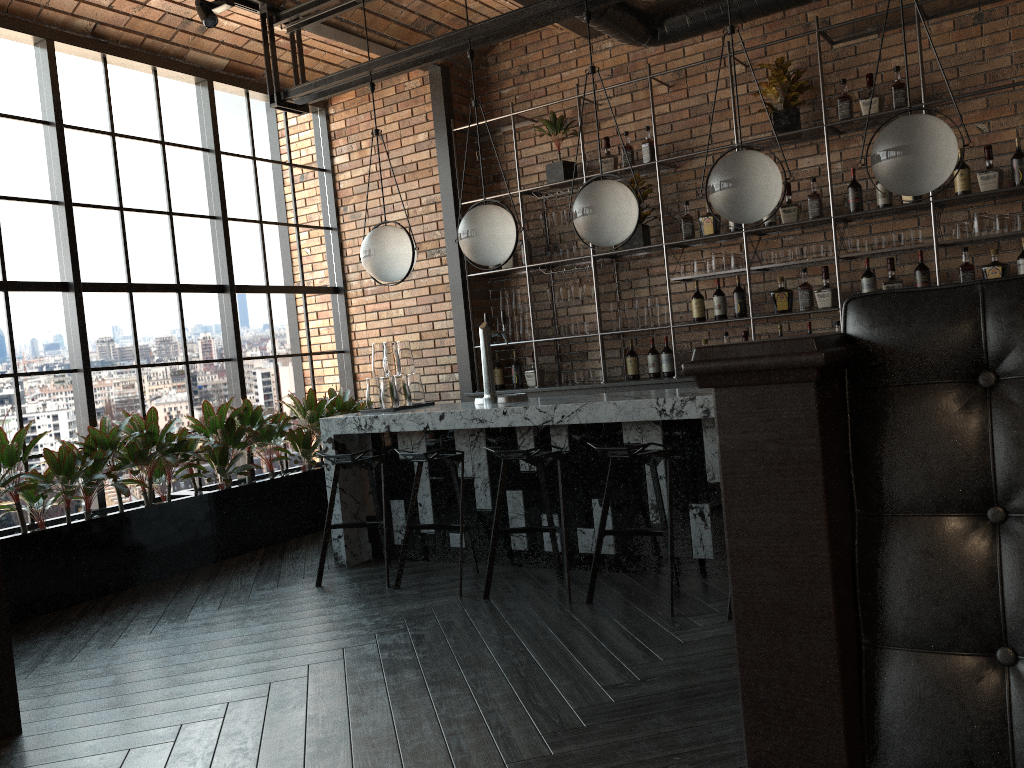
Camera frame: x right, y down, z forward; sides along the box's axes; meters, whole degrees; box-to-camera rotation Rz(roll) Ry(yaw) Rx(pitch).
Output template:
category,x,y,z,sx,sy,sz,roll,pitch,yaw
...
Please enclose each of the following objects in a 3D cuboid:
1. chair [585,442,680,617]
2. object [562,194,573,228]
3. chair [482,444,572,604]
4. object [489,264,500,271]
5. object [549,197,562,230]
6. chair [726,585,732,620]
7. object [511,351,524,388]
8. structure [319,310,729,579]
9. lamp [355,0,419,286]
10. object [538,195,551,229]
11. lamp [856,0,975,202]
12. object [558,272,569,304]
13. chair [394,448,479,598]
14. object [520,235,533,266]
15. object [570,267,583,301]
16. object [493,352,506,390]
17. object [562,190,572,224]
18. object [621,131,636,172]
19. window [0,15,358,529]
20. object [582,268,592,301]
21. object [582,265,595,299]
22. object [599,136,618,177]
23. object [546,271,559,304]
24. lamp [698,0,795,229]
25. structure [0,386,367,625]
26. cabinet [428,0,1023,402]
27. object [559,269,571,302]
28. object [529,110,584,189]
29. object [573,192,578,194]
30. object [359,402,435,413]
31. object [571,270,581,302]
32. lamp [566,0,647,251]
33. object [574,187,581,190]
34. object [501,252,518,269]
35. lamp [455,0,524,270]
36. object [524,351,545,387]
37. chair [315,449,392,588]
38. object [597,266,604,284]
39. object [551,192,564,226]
category,x,y,z,sx,sy,sz,roll,pitch,yaw
chair,0.607,0.611,4.040,0.475,0.737,0.414,-4,3,43
object,0.428,-1.323,6.785,0.092,0.244,0.092,-4,2,39
chair,0.121,0.648,4.356,0.475,0.737,0.414,-5,2,28
object,-0.154,-1.041,7.136,0.086,0.298,0.086,-6,2,-8
object,0.336,-1.316,6.845,0.092,0.244,0.092,-4,2,39
chair,1.143,0.570,3.691,0.475,0.737,0.414,-5,2,28
object,0.037,-0.116,7.034,0.086,0.297,0.086,-6,2,-23
structure,1.623,0.145,4.664,5.346,1.430,1.930,-4,2,33
lamp,-0.811,-1.467,5.342,0.340,1.754,0.340,-6,2,-11
object,0.247,-1.302,6.707,0.092,0.244,0.092,-4,2,39
lamp,1.642,-1.652,3.748,0.340,1.754,0.340,-6,2,-11
object,0.391,-0.746,6.864,0.092,0.244,0.092,-4,2,39
chair,-0.350,0.683,4.662,0.475,0.737,0.414,-4,2,38
object,0.110,-1.060,6.931,0.086,0.299,0.086,-6,2,-8
object,0.477,-0.746,6.612,0.092,0.244,0.092,-4,2,39
object,-0.106,-0.106,7.164,0.086,0.299,0.086,-6,2,-8
object,0.422,-1.316,6.593,0.092,0.244,0.092,-4,2,39
object,0.835,-1.680,6.402,0.083,0.282,0.083,-5,2,18
window,-5.868,-0.174,0.975,0.168,3.253,16.179,-4,2,33
object,0.566,-0.759,6.750,0.092,0.244,0.092,-4,2,39
object,0.564,-0.752,6.555,0.092,0.244,0.092,-4,2,39
object,0.704,-1.668,6.489,0.123,0.279,0.123,-5,2,22
object,0.303,-0.733,6.726,0.092,0.244,0.092,-4,2,39
lamp,1.029,-1.606,4.146,0.340,1.754,0.340,-6,2,-11
structure,-2.146,0.649,5.884,0.757,1.072,4.107,-4,2,32
cabinet,0.988,-0.967,6.325,7.075,3.779,0.564,-4,2,33
object,0.395,-0.740,6.666,0.092,0.244,0.092,-4,2,39
object,0.361,-1.780,6.728,0.377,0.554,0.422,-5,2,21
object,0.511,-1.329,6.731,0.092,0.244,0.092,-4,2,39
object,-0.711,0.147,5.535,0.273,0.019,0.437,-4,2,33
object,0.483,-0.753,6.804,0.092,0.244,0.092,-4,2,39
lamp,0.415,-1.559,4.545,0.340,1.754,0.340,-6,2,-11
object,0.509,-1.322,6.537,0.092,0.244,0.092,-4,2,39
object,-0.028,-1.037,7.001,0.123,0.279,0.123,-5,2,22
lamp,-0.198,-1.513,4.943,0.340,1.754,0.340,-6,2,-11
object,0.176,-0.117,6.958,0.123,0.279,0.123,-7,3,-43
chair,-0.828,0.719,4.973,0.475,0.737,0.414,-5,2,23
object,0.653,-0.765,6.694,0.092,0.244,0.092,-4,2,39
object,0.339,-1.309,6.647,0.092,0.244,0.092,-4,2,39
